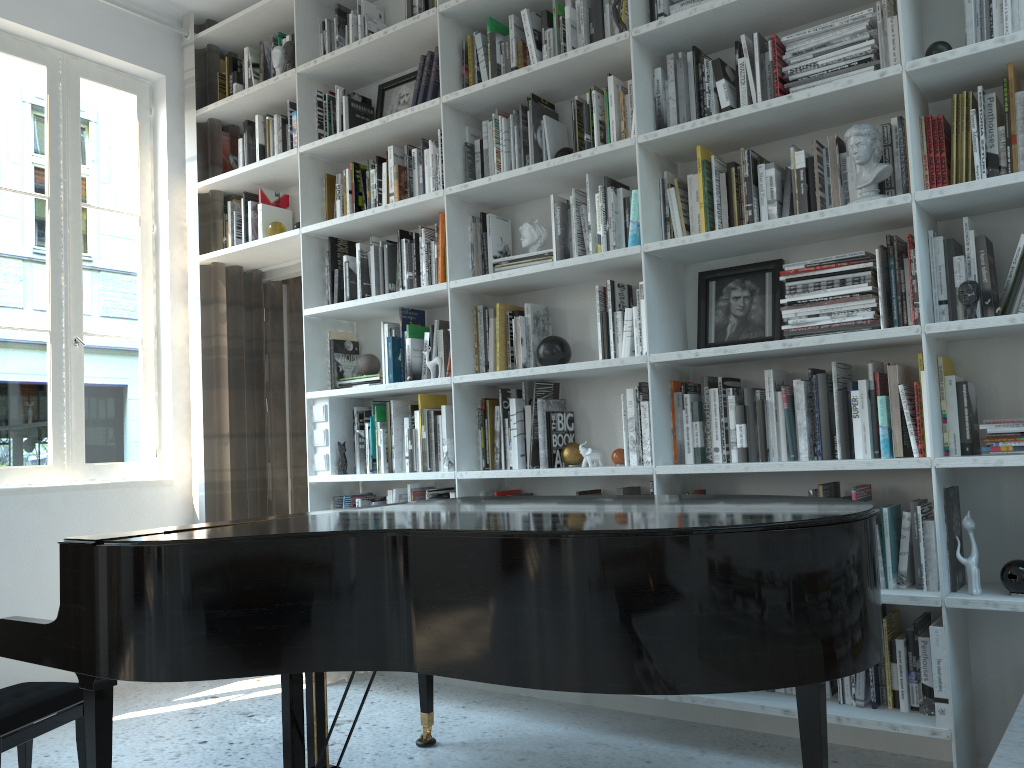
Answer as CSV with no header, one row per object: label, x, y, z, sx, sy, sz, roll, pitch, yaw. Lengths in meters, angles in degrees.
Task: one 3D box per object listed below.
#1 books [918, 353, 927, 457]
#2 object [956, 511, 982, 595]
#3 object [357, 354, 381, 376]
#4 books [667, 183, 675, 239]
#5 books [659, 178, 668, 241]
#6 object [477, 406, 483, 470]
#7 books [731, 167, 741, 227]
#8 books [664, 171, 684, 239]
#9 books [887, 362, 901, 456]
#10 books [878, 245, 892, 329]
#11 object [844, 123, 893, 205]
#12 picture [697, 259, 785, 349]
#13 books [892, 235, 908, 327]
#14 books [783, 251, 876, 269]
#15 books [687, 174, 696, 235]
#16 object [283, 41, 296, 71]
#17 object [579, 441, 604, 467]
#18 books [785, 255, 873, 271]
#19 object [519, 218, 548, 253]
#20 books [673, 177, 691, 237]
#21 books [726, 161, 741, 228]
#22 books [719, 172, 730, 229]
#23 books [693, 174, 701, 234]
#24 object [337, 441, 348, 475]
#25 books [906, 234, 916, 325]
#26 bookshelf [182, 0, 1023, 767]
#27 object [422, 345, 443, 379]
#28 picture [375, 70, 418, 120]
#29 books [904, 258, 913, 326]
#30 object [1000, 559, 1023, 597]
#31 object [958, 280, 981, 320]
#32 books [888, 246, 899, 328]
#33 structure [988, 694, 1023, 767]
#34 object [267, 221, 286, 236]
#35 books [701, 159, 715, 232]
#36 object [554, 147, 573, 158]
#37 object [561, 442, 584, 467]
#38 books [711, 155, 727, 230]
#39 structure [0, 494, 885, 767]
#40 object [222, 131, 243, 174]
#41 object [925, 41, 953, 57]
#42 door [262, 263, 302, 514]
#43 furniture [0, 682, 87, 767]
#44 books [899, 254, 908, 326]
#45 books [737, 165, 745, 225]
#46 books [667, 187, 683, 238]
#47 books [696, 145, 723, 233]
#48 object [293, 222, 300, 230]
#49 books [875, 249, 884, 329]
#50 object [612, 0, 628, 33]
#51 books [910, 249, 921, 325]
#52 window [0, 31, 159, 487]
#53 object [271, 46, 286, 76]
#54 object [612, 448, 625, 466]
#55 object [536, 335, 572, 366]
books,1.231,0.063,2.618,0.011,0.300,0.149,-5,-5,36
object,1.245,0.458,2.416,0.046,0.224,0.053,1,-5,-42
object,-0.638,-0.082,3.950,0.105,0.106,0.105,-3,-4,14
books,0.587,-0.574,3.115,0.011,0.235,0.142,-5,-5,36
books,0.565,-0.582,3.122,0.012,0.254,0.161,-5,-5,36
object,-0.081,0.216,3.566,0.012,0.254,0.161,-5,-5,36
books,0.774,-0.591,2.957,0.012,0.227,0.169,-5,-5,36
books,0.579,-0.596,3.124,0.010,0.281,0.140,-5,-5,36
books,1.163,0.079,2.677,0.010,0.283,0.132,-5,-5,36
books,1.144,-0.276,2.676,0.011,0.260,0.184,-5,-5,36
object,1.042,-0.636,2.600,0.137,0.243,0.138,-3,-4,1
picture,0.775,-0.257,3.016,0.300,0.299,0.077,-5,-5,36
books,1.177,-0.292,2.665,0.011,0.288,0.152,-5,-5,36
books,1.005,-0.379,2.785,0.254,0.012,0.161,-6,-6,40
books,0.653,-0.587,3.062,0.026,0.248,0.139,-5,-5,36
object,-1.030,-1.500,4.127,0.067,0.198,0.067,-2,-4,-12
object,0.286,0.252,3.198,0.078,0.095,0.060,0,-5,-37
books,1.007,-0.367,2.786,0.254,0.012,0.161,-5,-5,33
object,0.085,-0.571,3.465,0.121,0.157,0.095,1,-5,-40
books,0.620,-0.582,3.075,0.042,0.242,0.162,-5,-5,36
books,0.769,-0.604,2.986,0.028,0.259,0.134,-5,-5,36
books,0.745,-0.587,2.995,0.024,0.228,0.147,-5,-5,36
books,0.672,-0.586,3.041,0.029,0.240,0.155,-5,-5,36
object,-0.740,0.323,3.864,0.045,0.146,0.045,-1,-4,-16
books,1.206,-0.292,2.629,0.011,0.279,0.186,-5,-5,36
bookshelf,1.032,-0.417,2.694,6.300,3.140,0.330,-6,-5,36
object,-0.318,-0.084,3.545,0.082,0.140,0.044,-4,-4,20
picture,-0.496,-1.238,3.970,0.300,0.299,0.077,-5,-5,36
books,1.205,-0.259,2.651,0.021,0.217,0.132,-5,-5,36
object,1.354,0.515,2.363,0.093,0.094,0.093,-2,-4,-5
object,1.244,-0.227,2.410,0.054,0.113,0.079,-5,-5,34
books,1.169,-0.275,2.672,0.013,0.256,0.163,-5,-5,36
structure,1.685,0.622,0.505,2.901,0.658,3.113,-6,-5,36
object,-1.135,-0.741,4.278,0.087,0.087,0.087,-2,-4,-5
books,0.690,-0.604,2.989,0.015,0.266,0.189,-5,-5,36
object,0.206,-0.841,3.336,0.097,0.098,0.097,-2,-4,-5
object,0.228,0.265,3.322,0.091,0.092,0.091,-3,-4,14
books,0.717,-0.612,2.988,0.010,0.280,0.170,-5,-5,36
structure,-0.125,0.737,2.192,1.919,0.832,1.335,-6,-5,36
object,-1.430,-1.142,4.569,0.035,0.295,0.176,-5,-5,36
object,1.216,-0.939,2.527,0.071,0.072,0.071,-2,-4,-5
door,-0.787,0.384,4.751,0.834,1.979,0.786,-5,-5,36
furniture,-1.412,1.048,2.489,0.240,0.353,0.467,-3,-4,11
books,1.192,-0.265,2.662,0.013,0.232,0.134,-5,-5,36
books,0.794,-0.596,2.952,0.025,0.236,0.137,-5,-5,36
books,0.599,-0.564,3.075,0.053,0.208,0.156,-5,-5,36
books,0.678,-0.628,3.000,0.014,0.317,0.188,-5,-5,36
object,-1.012,-0.741,4.249,0.071,0.072,0.071,-3,-4,14
books,1.136,-0.272,2.685,0.012,0.254,0.161,-5,-5,36
object,0.382,-1.313,3.098,0.075,0.254,0.075,-3,-4,15
books,1.219,-0.269,2.606,0.034,0.229,0.199,-5,-5,36
window,-2.335,-0.561,3.597,0.073,2.007,1.983,-5,-5,36
object,-1.095,-1.493,4.174,0.067,0.198,0.067,-2,-4,-12
object,0.385,0.260,3.155,0.061,0.062,0.061,-2,-4,-5
object,0.159,-0.117,3.371,0.134,0.135,0.134,-2,-4,-5
